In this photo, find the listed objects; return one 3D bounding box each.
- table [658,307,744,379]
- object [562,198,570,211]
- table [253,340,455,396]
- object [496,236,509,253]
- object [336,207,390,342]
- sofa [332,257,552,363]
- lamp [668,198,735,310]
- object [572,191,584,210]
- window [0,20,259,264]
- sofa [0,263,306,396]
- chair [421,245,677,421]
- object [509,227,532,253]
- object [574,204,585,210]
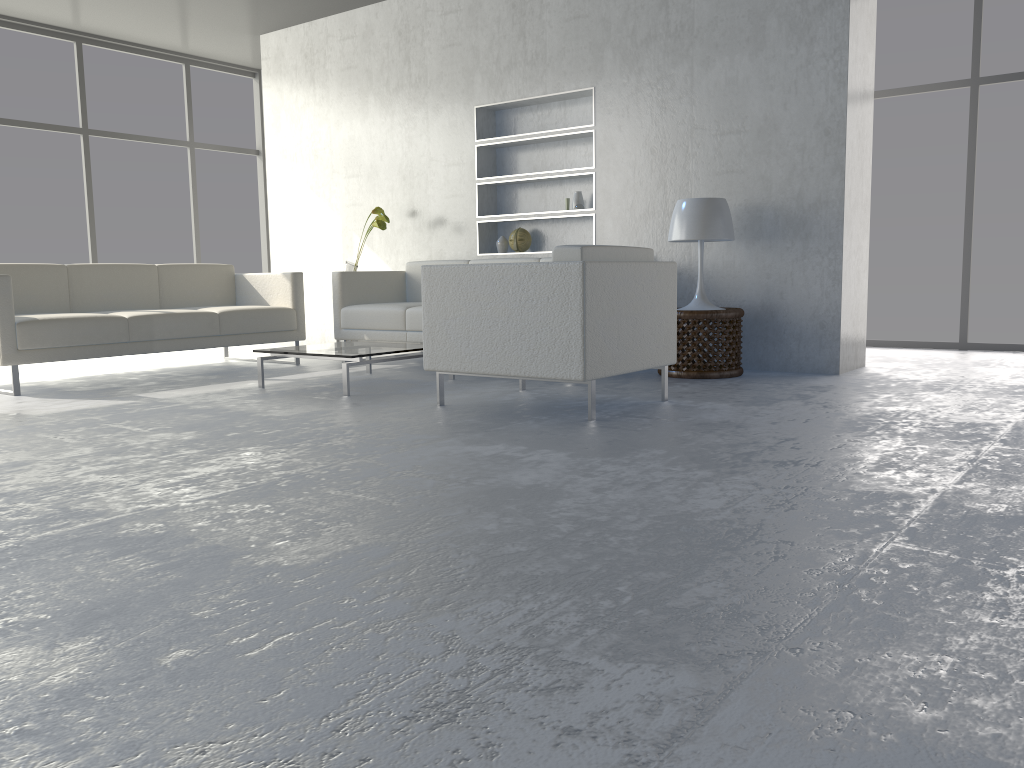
[{"bbox_3d":[1.012,-0.225,4.762,0.452,0.358,0.452,1,7,12],"label":"table"},{"bbox_3d":[0.357,-1.147,5.707,0.074,0.094,0.074,-1,7,1],"label":"object"},{"bbox_3d":[-0.802,-0.099,4.632,0.730,0.190,0.773,4,9,37],"label":"table"},{"bbox_3d":[-0.064,-0.946,6.052,0.086,0.128,0.086,-7,9,-42],"label":"object"},{"bbox_3d":[-1.013,-0.713,6.161,0.387,1.051,0.400,-4,8,-25],"label":"object"},{"bbox_3d":[-0.177,-0.451,5.506,1.881,0.658,0.821,4,9,37],"label":"sofa"},{"bbox_3d":[1.003,-0.682,4.708,0.347,0.582,0.347,0,7,5],"label":"lamp"},{"bbox_3d":[0.421,-1.160,5.650,0.079,0.130,0.079,4,8,35],"label":"object"},{"bbox_3d":[-3.393,-1.517,7.171,0.037,2.477,4.080,4,9,37],"label":"window"},{"bbox_3d":[-2.214,-0.385,5.233,0.821,0.658,1.881,4,9,37],"label":"sofa"},{"bbox_3d":[0.160,-0.246,3.759,0.821,0.662,0.748,4,9,37],"label":"chair"},{"bbox_3d":[0.039,-0.961,5.939,0.163,0.179,0.088,3,8,27],"label":"object"},{"bbox_3d":[0.425,-1.111,5.583,0.064,0.050,0.064,5,9,42],"label":"object"}]
